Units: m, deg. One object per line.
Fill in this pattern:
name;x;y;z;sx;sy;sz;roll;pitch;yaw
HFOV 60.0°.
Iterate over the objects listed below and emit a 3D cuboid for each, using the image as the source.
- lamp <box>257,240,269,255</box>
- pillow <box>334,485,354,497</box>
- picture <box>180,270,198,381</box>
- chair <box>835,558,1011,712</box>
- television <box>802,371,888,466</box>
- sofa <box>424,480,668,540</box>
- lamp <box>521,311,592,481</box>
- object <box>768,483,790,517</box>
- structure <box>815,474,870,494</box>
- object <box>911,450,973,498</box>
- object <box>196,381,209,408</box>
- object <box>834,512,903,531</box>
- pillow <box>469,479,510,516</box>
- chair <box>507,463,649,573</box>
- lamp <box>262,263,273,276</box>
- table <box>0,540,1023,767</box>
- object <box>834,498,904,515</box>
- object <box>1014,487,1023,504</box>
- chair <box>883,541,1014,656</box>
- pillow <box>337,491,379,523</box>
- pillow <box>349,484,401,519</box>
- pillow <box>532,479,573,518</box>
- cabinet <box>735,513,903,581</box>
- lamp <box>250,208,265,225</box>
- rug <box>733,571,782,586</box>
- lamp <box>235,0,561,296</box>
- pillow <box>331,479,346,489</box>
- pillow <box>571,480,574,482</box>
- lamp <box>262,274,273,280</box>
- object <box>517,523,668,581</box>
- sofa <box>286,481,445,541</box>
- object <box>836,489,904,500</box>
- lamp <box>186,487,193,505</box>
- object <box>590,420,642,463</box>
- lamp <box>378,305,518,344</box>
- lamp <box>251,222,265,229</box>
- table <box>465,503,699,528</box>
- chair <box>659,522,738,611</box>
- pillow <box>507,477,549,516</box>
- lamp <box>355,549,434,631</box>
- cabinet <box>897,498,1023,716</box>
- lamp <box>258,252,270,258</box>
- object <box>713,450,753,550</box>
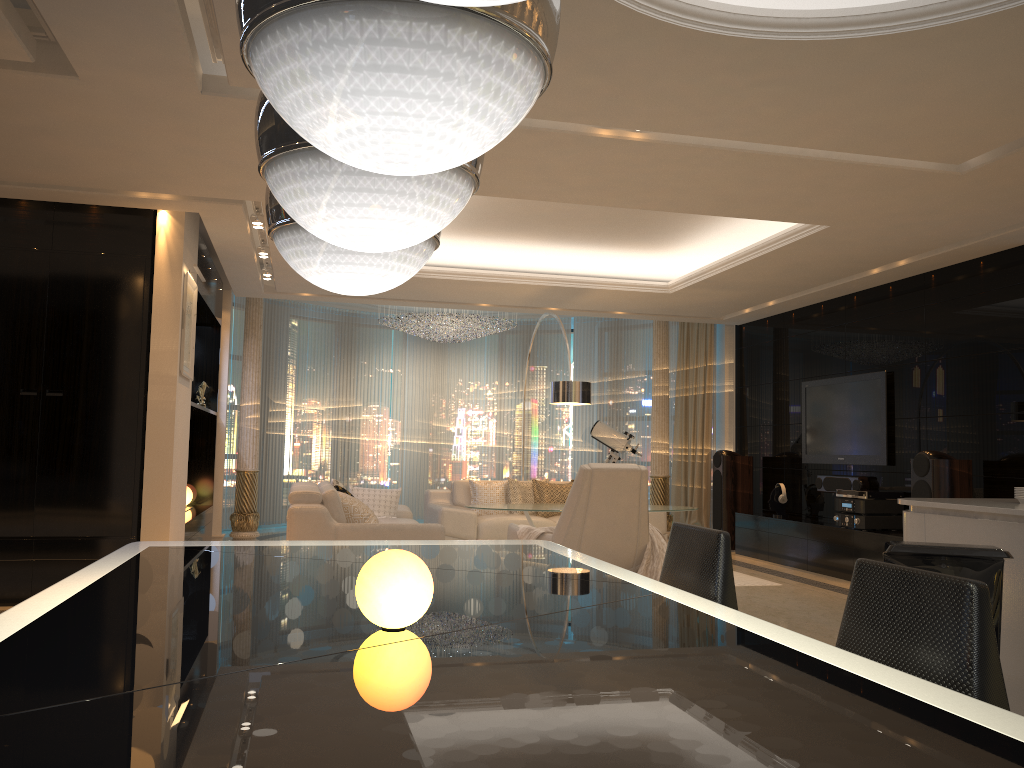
lamp;-2.086;-1.147;7.444;0.107;0.127;0.107;1;-4;-2
pillow;-1.319;1.012;7.383;0.323;0.355;0.524;2;-5;-13
picture;-2.345;-0.406;6.436;0.027;0.729;0.610;2;-5;-13
chair;0.478;0.741;1.471;0.496;0.858;0.523;2;-5;-13
television;3.168;0.350;8.485;0.055;0.839;1.358;2;-5;-13
sofa;0.312;1.387;9.145;2.328;0.754;1.145;2;-5;-13
lamp;0.357;0.499;9.106;0.393;2.519;2.009;2;-5;-13
object;2.781;1.202;9.197;0.197;0.343;0.197;-3;-6;41
structure;3.126;0.955;8.418;0.107;0.179;0.745;2;-5;-13
object;3.294;1.068;6.707;0.468;1.127;0.285;2;-5;-13
object;-3.105;0.124;8.885;0.116;0.293;0.182;2;-5;-16
object;3.093;1.200;7.745;0.419;0.130;0.446;2;-5;-13
pillow;-0.216;1.169;9.093;0.463;0.380;0.222;2;-5;-9
chair;0.554;1.039;6.142;1.027;0.991;0.983;2;-5;-14
lamp;-2.304;-1.080;8.360;0.107;0.127;0.107;4;-5;-32
table;-0.170;0.765;1.309;1.293;0.759;3.031;2;-5;-13
object;3.102;1.070;7.757;0.407;0.130;0.446;2;-5;-13
object;2.023;0.436;3.461;0.111;0.062;0.111;0;-4;8
chair;1.362;0.894;2.782;0.380;0.789;0.380;0;-5;19
pillow;-1.205;1.014;6.938;0.351;0.329;0.521;2;-5;-13
pillow;-1.286;1.086;8.155;0.521;0.325;0.281;1;-4;-4
pillow;0.492;1.186;9.215;0.575;0.436;0.301;2;-4;-7
cabinet;2.960;1.529;8.320;0.416;0.444;2.842;2;-5;-13
lamp;-1.848;-1.220;6.445;0.107;0.127;0.107;1;-4;-2
rug;0.652;1.661;7.787;2.900;0.020;1.661;2;-5;-14
lamp;-0.189;-0.867;1.398;0.408;1.226;1.827;2;-5;-13
pillow;-1.467;1.028;7.818;0.255;0.399;0.526;2;-5;-13
pillow;0.889;1.199;9.283;0.575;0.436;0.301;0;-5;18
lamp;-2.339;-1.059;8.483;0.107;0.127;0.107;4;-5;-32
object;0.739;1.247;6.226;1.347;0.580;0.972;-1;-5;24
sofa;-1.293;1.223;7.437;1.145;0.754;2.328;2;-5;-13
object;3.125;0.971;7.767;0.371;0.070;0.441;2;-5;-13
lamp;-3.319;1.124;8.906;0.213;0.214;0.212;-2;-6;37
object;1.260;1.175;10.804;0.616;1.471;0.570;2;-4;-7
lamp;-0.843;-0.876;11.697;2.109;0.685;2.109;-2;-5;32
lamp;-1.874;-1.212;6.556;0.107;0.127;0.107;1;-4;-2
table;0.632;1.367;7.814;2.140;0.565;0.999;2;-5;-14
chair;0.277;0.803;2.312;0.496;0.858;0.523;2;-5;-13
pillow;0.165;1.184;9.212;0.587;0.429;0.288;5;-6;-38
lamp;-0.189;0.331;1.432;0.125;0.125;0.125;-2;-6;37
cabinet;2.474;0.808;2.011;1.046;0.887;3.752;2;-5;-13
lamp;-2.114;-1.138;7.563;0.107;0.127;0.107;4;-5;-32
object;2.515;1.308;9.981;0.468;1.127;0.285;2;-5;-13
